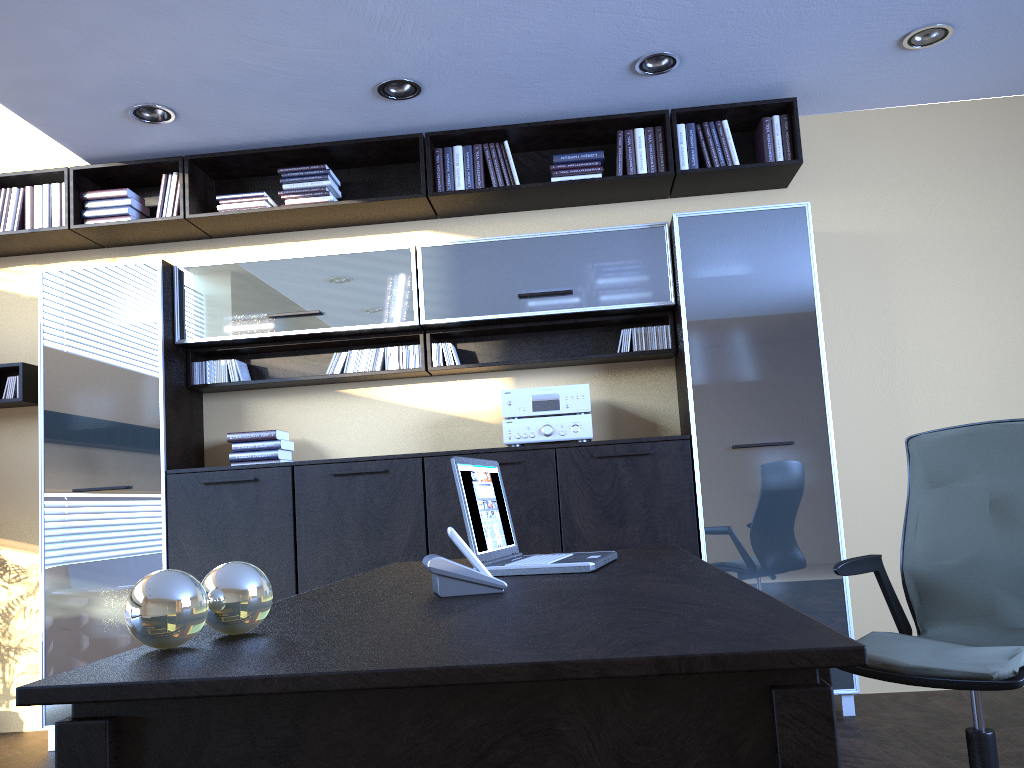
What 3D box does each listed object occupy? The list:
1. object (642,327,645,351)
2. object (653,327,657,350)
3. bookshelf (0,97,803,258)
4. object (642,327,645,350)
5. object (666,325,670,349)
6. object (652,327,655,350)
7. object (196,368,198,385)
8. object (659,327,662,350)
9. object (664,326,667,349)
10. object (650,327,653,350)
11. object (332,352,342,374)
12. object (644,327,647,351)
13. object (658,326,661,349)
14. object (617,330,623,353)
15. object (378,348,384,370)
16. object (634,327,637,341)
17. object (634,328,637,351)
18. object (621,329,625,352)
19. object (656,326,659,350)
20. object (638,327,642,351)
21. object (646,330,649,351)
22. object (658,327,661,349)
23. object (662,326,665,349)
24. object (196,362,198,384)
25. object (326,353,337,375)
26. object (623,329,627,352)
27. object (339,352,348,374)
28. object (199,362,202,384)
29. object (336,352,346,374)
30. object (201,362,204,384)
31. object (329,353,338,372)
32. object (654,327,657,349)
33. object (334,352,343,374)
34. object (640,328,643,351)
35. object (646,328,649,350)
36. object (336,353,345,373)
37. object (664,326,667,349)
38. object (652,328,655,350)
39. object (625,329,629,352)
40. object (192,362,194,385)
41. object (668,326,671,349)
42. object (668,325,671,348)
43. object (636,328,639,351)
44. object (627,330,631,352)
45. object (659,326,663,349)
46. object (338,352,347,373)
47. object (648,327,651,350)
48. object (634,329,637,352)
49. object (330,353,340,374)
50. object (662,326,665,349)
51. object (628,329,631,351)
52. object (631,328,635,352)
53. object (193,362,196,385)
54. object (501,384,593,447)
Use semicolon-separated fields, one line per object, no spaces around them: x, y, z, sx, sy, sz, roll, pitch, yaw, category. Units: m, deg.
0.676;-0.220;4.583;0.009;0.120;0.142;-4;-7;4;object
0.736;-0.224;4.583;0.009;0.120;0.142;-4;-7;4;object
-1.106;-1.050;4.766;5.125;0.339;0.362;-4;-7;4;bookshelf
0.674;-0.221;4.572;0.006;0.118;0.140;-4;-7;4;object
0.795;-0.230;4.566;0.009;0.120;0.142;-4;-7;4;object
0.726;-0.223;4.583;0.006;0.118;0.140;-4;-7;4;object
-1.666;-0.047;4.771;0.009;0.120;0.142;-4;-7;4;object
0.756;-0.226;4.573;0.009;0.124;0.142;-4;-7;4;object
0.785;-0.229;4.567;0.006;0.118;0.140;-4;-7;4;object
0.715;-0.224;4.574;0.009;0.120;0.142;-4;-7;4;object
-0.910;-0.100;4.710;0.059;0.112;0.142;-4;-7;4;object
0.686;-0.221;4.580;0.009;0.120;0.142;-4;-7;4;object
0.757;-0.225;4.584;0.009;0.120;0.142;-4;-7;4;object
0.560;-0.209;4.598;0.040;0.118;0.142;-4;-7;4;object
-0.678;-0.120;4.689;0.036;0.115;0.140;-4;-7;4;object
0.636;-0.218;4.578;0.009;0.124;0.142;-4;-7;4;object
0.635;-0.217;4.585;0.006;0.118;0.140;-4;-7;4;object
0.575;-0.211;4.597;0.030;0.119;0.142;-4;-7;4;object
0.746;-0.225;4.574;0.009;0.120;0.142;-4;-7;4;object
0.655;-0.219;4.576;0.009;0.120;0.142;-4;-7;4;object
0.697;-0.219;4.597;0.009;0.120;0.142;-4;-7;4;object
0.756;-0.225;4.580;0.006;0.118;0.140;-4;-7;4;object
0.775;-0.227;4.575;0.006;0.118;0.140;-4;-7;4;object
-1.666;-0.048;4.767;0.006;0.118;0.140;-4;-7;4;object
-0.941;-0.098;4.707;0.059;0.112;0.142;-4;-7;4;object
0.585;-0.212;4.596;0.030;0.119;0.142;-4;-7;4;object
-0.880;-0.101;4.713;0.059;0.112;0.142;-4;-7;4;object
-1.646;-0.049;4.764;0.009;0.120;0.142;-4;-7;4;object
-0.890;-0.101;4.710;0.059;0.112;0.142;-4;-7;4;object
-1.636;-0.049;4.769;0.009;0.120;0.142;-4;-7;4;object
-0.930;-0.098;4.717;0.059;0.112;0.142;-4;-7;5;object
0.735;-0.225;4.574;0.006;0.118;0.140;-4;-7;4;object
-0.900;-0.101;4.706;0.055;0.109;0.140;-4;-7;4;object
0.666;-0.218;4.590;0.009;0.120;0.142;-4;-7;4;object
0.696;-0.220;4.590;0.006;0.118;0.140;-4;-7;4;object
-0.890;-0.101;4.709;0.055;0.109;0.140;-4;-7;4;object
0.786;-0.228;4.574;0.009;0.120;0.142;-4;-7;4;object
0.726;-0.223;4.585;0.009;0.120;0.142;-4;-7;4;object
0.595;-0.213;4.595;0.030;0.119;0.142;-4;-7;4;object
-1.686;-0.046;4.769;0.009;0.120;0.142;-4;-7;4;object
0.806;-0.230;4.570;0.009;0.120;0.142;-4;-7;4;object
0.805;-0.230;4.565;0.006;0.118;0.140;-4;-7;4;object
0.646;-0.217;4.587;0.009;0.120;0.142;-4;-7;4;object
0.605;-0.214;4.593;0.030;0.119;0.142;-4;-7;4;object
0.765;-0.227;4.571;0.009;0.120;0.142;-4;-7;4;object
-0.880;-0.102;4.706;0.055;0.109;0.140;-4;-7;4;object
0.706;-0.222;4.578;0.009;0.120;0.142;-4;-7;4;object
0.636;-0.216;4.592;0.009;0.120;0.142;-4;-7;5;object
-0.920;-0.099;4.711;0.059;0.112;0.142;-4;-7;4;object
0.776;-0.227;4.577;0.009;0.120;0.142;-4;-7;4;object
0.604;-0.215;4.585;0.026;0.117;0.140;-4;-7;4;object
0.626;-0.216;4.590;0.009;0.120;0.142;-4;-7;4;object
-1.676;-0.047;4.766;0.009;0.120;0.142;-4;-7;5;object
0.180;0.171;4.433;0.430;0.281;0.364;-4;-7;4;object
